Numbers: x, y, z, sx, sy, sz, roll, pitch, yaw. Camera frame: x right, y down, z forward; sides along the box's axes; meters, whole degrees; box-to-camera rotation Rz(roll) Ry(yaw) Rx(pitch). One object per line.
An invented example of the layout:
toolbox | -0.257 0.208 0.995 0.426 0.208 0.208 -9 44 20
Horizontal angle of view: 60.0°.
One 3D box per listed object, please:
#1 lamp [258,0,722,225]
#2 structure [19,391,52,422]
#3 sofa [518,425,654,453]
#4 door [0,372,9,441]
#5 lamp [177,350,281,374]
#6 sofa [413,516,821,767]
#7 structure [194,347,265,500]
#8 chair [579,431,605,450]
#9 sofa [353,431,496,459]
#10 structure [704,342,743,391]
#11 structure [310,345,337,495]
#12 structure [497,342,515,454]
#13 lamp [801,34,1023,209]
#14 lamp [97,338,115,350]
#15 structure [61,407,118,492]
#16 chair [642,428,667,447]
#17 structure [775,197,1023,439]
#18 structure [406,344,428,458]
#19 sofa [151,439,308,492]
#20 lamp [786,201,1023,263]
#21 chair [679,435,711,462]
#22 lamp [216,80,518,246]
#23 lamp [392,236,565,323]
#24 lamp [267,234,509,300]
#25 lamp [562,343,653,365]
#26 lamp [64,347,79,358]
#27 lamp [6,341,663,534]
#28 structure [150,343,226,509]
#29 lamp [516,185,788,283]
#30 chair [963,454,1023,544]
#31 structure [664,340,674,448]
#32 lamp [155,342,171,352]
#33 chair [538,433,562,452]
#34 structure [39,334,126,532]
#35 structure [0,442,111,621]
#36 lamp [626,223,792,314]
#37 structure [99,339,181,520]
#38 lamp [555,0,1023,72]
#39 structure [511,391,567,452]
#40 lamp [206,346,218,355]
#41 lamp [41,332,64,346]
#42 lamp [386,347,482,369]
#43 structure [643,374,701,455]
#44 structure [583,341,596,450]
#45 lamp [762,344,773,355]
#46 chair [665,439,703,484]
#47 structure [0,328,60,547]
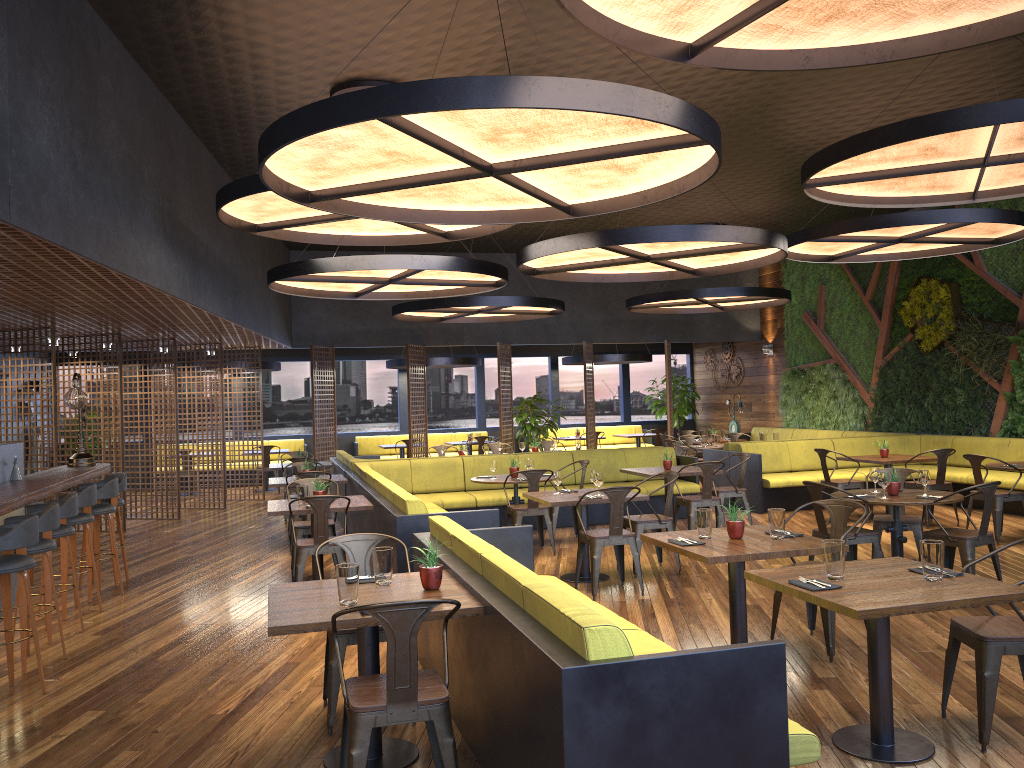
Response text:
lamp | -0.148 -1.994 5.506 2.778 1.475 2.778 -3 -1 39
structure | -8.767 0.421 16.363 0.293 0.563 1.220 -2 -1 -15
sofa | 1.743 1.469 20.557 3.061 0.914 0.966 -2 -1 -15
door | -8.255 0.936 14.057 0.052 2.386 2.441 -2 -1 -15
lamp | -5.592 -1.332 17.432 1.979 2.172 1.979 -2 -1 -9
sofa | 0.233 1.263 4.398 0.966 0.914 3.061 -2 -1 -15
structure | -5.027 0.713 15.760 1.319 2.700 0.050 -2 -1 15
chair | 1.663 1.435 18.451 0.504 0.917 0.541 -2 -1 -15
sofa | -1.913 1.568 19.567 3.061 0.914 0.966 -2 -1 -15
structure | 4.830 -0.426 20.397 0.058 1.178 1.791 -2 -1 -15
structure | -3.389 0.666 16.047 0.050 2.700 0.852 -2 -1 15
structure | -0.108 0.577 16.936 0.050 2.700 0.852 -2 -1 15
lamp | 3.736 -2.269 7.040 2.778 1.159 2.778 -1 -1 -38
lamp | -5.886 -0.585 12.873 0.228 0.172 0.228 -2 -1 -15
structure | -8.471 1.321 17.718 1.166 1.763 0.993 -1 -1 -45
chair | 3.043 1.397 18.825 0.504 0.917 0.541 -2 -1 -15
structure | 6.614 -0.634 13.609 0.918 4.593 9.182 -2 -1 -16
structure | -1.748 0.621 16.492 0.050 2.700 0.852 -2 -1 15
sofa | -5.844 1.675 18.501 3.061 0.914 0.966 -2 -1 -15
lamp | 4.647 -2.241 10.657 2.778 1.159 2.778 -1 -1 -25
chair | 3.150 1.337 15.185 0.504 0.917 0.541 -2 -1 -15
lamp | -1.282 -2.094 8.185 2.778 1.159 2.778 -2 -1 35
lamp | -0.557 -1.843 14.326 2.778 1.475 2.778 -2 -1 -15
lamp | -1.453 -1.876 10.415 2.778 1.475 2.778 -2 -1 -11
lamp | 2.054 -1.542 19.504 1.979 2.172 1.979 -1 -1 -30
lamp | -7.176 -0.519 14.473 0.228 0.172 0.228 -2 -1 -15
lamp | -2.564 0.580 12.693 9.057 2.714 3.017 -2 -1 -15
structure | -5.336 0.704 14.597 1.319 2.700 0.050 -2 -1 15
lamp | 1.415 -1.984 9.304 2.778 1.475 2.778 -2 -1 34
chair | 5.087 1.185 9.350 0.541 0.917 0.504 -2 -1 -15
structure | 3.172 0.488 17.825 0.050 2.700 0.852 -2 -1 15
lamp | -5.514 -0.578 14.038 0.228 0.172 0.228 -2 -1 -15
chair | 0.812 1.470 18.995 0.541 0.917 0.504 -2 -1 -15
structure | -5.953 0.687 12.270 1.319 2.700 0.050 -2 -1 15
structure | -4.337 0.516 4.609 2.700 2.700 9.298 -2 -1 -15
lamp | 3.344 -2.026 15.303 2.778 1.362 2.778 -3 -1 39
structure | -5.645 0.696 13.433 1.319 2.700 0.050 -2 -1 15
lamp | 1.473 -2.257 3.315 2.778 1.159 2.778 -2 -1 20
structure | 0.419 1.022 16.394 1.166 1.763 0.993 -1 -1 -45
lamp | -5.168 -0.570 15.225 0.228 0.172 0.228 -2 -1 -15
lamp | -6.072 -0.597 11.737 0.228 0.172 0.228 -2 -1 -15
lamp | -1.659 -1.439 18.498 1.979 2.172 1.979 -2 -1 30
structure | 3.880 0.773 20.985 1.493 2.184 1.272 -2 -1 -15
structure | 1.532 0.532 17.381 0.050 2.700 0.852 -2 -1 15
lamp | 5.294 -0.710 18.439 0.189 0.215 0.215 -2 -1 -15
chair | 2.758 1.335 14.293 0.541 0.917 0.504 -2 -1 -15
structure | -6.262 0.679 11.107 1.319 2.700 0.050 -2 -1 15
